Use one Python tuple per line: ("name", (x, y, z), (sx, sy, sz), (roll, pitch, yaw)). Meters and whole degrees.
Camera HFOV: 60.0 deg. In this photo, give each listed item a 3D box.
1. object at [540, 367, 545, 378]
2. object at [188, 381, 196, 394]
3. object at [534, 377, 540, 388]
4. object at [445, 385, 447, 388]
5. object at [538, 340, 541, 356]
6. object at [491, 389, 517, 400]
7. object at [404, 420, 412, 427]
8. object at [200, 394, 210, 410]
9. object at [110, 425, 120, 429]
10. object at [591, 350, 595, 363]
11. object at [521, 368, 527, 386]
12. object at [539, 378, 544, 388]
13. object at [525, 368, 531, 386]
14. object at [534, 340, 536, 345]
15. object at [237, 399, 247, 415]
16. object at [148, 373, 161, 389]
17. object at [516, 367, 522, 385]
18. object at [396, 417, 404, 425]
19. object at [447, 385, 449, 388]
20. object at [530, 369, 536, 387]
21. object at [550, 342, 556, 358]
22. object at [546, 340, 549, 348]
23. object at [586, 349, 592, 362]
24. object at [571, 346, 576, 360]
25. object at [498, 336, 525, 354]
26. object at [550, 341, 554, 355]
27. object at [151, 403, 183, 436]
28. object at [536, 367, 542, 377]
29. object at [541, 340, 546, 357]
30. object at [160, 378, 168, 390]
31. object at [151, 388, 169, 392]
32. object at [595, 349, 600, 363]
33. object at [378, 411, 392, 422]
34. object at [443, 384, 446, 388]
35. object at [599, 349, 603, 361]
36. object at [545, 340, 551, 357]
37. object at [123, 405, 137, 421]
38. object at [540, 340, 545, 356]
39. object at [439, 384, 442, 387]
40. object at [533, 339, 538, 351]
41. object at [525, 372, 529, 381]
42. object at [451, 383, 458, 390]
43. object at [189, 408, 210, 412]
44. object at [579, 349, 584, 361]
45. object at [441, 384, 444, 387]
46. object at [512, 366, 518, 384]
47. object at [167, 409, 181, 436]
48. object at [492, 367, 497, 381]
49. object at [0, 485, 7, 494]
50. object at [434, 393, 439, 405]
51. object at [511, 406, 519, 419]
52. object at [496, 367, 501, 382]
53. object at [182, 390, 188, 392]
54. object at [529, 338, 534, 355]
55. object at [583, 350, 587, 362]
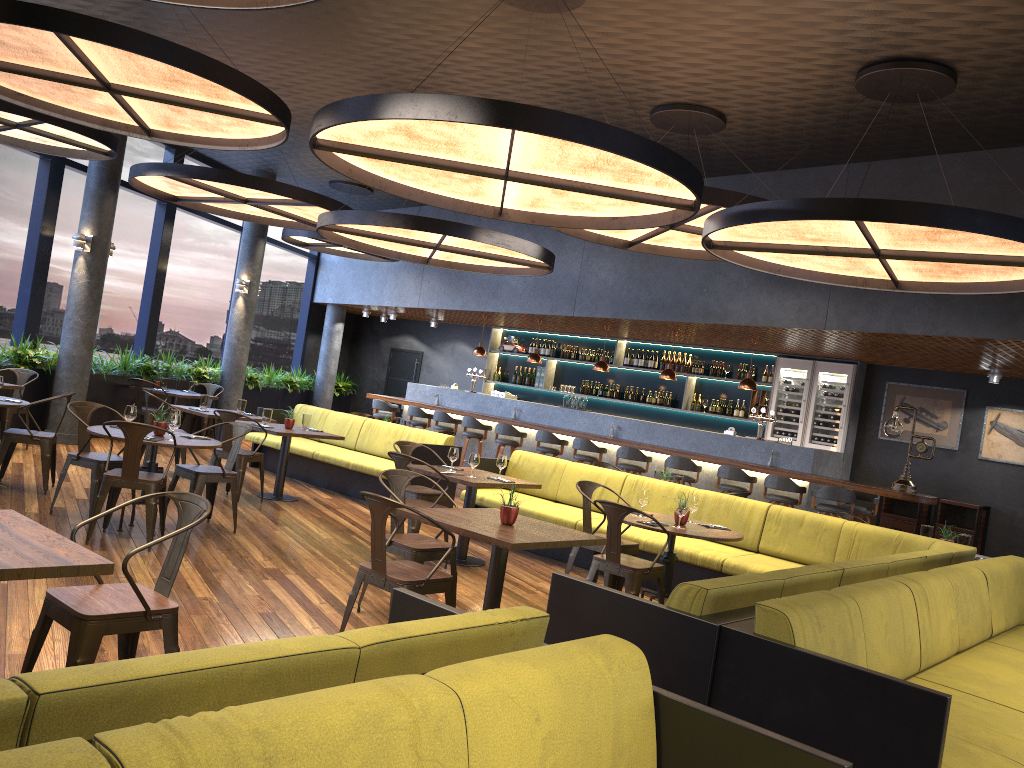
("object", (0.590, -0.205, 16.204), (0.098, 0.192, 0.080), (9, 0, 41))
("object", (-4.786, 0.051, 13.247), (0.102, 0.178, 0.102), (9, 0, 33))
("object", (0.485, -0.026, 16.269), (0.098, 0.192, 0.080), (9, 0, 41))
("object", (-1.193, 0.039, 15.960), (0.042, 0.059, 0.042), (9, 0, 38))
("object", (0.501, -0.669, 16.424), (0.085, 0.310, 0.086), (9, 0, -38))
("object", (-0.236, 0.406, 16.649), (0.355, 0.569, 0.550), (9, 0, 41))
("object", (-1.379, 0.569, 11.629), (0.102, 0.178, 0.102), (9, 0, 26))
("object", (-3.621, 0.215, 10.431), (0.102, 0.178, 0.102), (9, 0, 16))
("object", (-3.111, 0.358, 7.192), (0.255, 0.019, 0.157), (9, 0, 19))
("object", (1.429, -0.485, 15.655), (0.088, 0.224, 0.088), (9, 0, 35))
("object", (0.231, -0.140, 16.609), (0.094, 0.340, 0.094), (9, 0, -27))
("object", (0.561, -0.015, 16.203), (0.098, 0.192, 0.080), (9, 0, 41))
("object", (0.310, -0.128, 16.419), (0.094, 0.340, 0.094), (9, 0, -10))
("object", (0.429, -0.680, 16.490), (0.085, 0.310, 0.086), (9, 0, -9))
("object", (-3.230, 0.276, 10.586), (0.102, 0.178, 0.102), (9, 0, 16))
("object", (-5.284, -0.073, 13.174), (0.238, 0.271, 0.260), (9, 0, 42))
("object", (0.145, -0.153, 16.548), (0.094, 0.340, 0.094), (9, 0, -35))
("object", (-1.533, 0.548, 12.024), (0.102, 0.178, 0.102), (9, 0, -14))
("object", (-1.160, 0.044, 15.997), (0.042, 0.059, 0.042), (9, 0, 38))
("object", (0.393, -0.115, 16.482), (0.094, 0.340, 0.094), (9, 0, -27))
("object", (0.756, -0.613, 16.086), (0.083, 0.301, 0.083), (9, 0, -42))
("object", (0.659, -0.645, 16.294), (0.085, 0.310, 0.086), (9, 0, -22))
("object", (1.354, -0.497, 15.581), (0.088, 0.224, 0.088), (9, 0, 35))
("object", (1.100, -0.550, 15.784), (0.063, 0.254, 0.063), (9, 0, -32))
("object", (0.003, -0.747, 16.824), (0.579, 0.319, 0.229), (9, 0, 41))
("object", (0.729, -0.635, 16.230), (0.085, 0.310, 0.086), (9, 0, -9))
("object", (-2.790, 0.277, 7.083), (0.260, 0.271, 0.238), (9, 0, -11))
("object", (0.516, -0.216, 16.271), (0.098, 0.192, 0.080), (9, 0, 41))
("object", (0.591, -0.656, 16.227), (0.085, 0.310, 0.086), (9, 0, -30))
("object", (-5.082, 0.004, 12.946), (0.102, 0.178, 0.102), (9, 0, 23))
("object", (-5.091, 0.082, 12.779), (0.255, 0.019, 0.157), (9, 0, 16))
("object", (1.495, -0.491, 15.466), (0.063, 0.254, 0.063), (9, 0, -2))
("object", (-1.640, 0.482, 11.581), (0.238, 0.271, 0.260), (9, 0, -44))
("object", (-1.212, 0.036, 15.912), (0.042, 0.059, 0.042), (9, 0, 38))
("object", (1.561, -0.480, 15.525), (0.063, 0.254, 0.063), (9, 0, -22))
("object", (0.668, -0.645, 16.158), (0.085, 0.310, 0.086), (9, 0, -16))
("object", (-3.032, 0.275, 7.031), (0.097, 0.206, 0.097), (9, 0, -8))
("object", (0.573, -0.658, 16.359), (0.085, 0.310, 0.086), (9, 0, -22))
("object", (-1.280, 0.025, 15.849), (0.042, 0.059, 0.042), (9, 0, 38))
("object", (0.437, -0.679, 16.355), (0.085, 0.310, 0.086), (9, 0, -22))
("object", (0.305, -0.128, 16.547), (0.094, 0.340, 0.094), (9, 0, -40))
("object", (-0.891, 0.064, 16.380), (0.200, 0.106, 0.766), (9, 0, 41))
("object", (-3.630, 0.293, 10.256), (0.255, 0.019, 0.157), (9, 0, 40))
("object", (1.228, -0.513, 15.652), (0.068, 0.217, 0.068), (9, 0, 30))
("object", (-1.249, 0.030, 15.884), (0.042, 0.059, 0.042), (9, 0, 38))
("object", (0.062, -0.166, 16.602), (0.094, 0.340, 0.094), (9, 0, -27))
("object", (-2.779, 0.315, 7.286), (0.097, 0.206, 0.097), (9, 0, 12))
("object", (-0.316, -0.190, 17.031), (0.079, 0.281, 0.079), (9, 0, -31))
("object", (-1.904, 0.390, 3.022), (0.260, 0.271, 0.238), (9, 0, -11))
("object", (-1.264, 0.253, 14.968), (0.114, 0.203, 0.069), (9, 0, -2))
("object", (0.048, 0.449, 13.847), (0.114, 0.203, 0.069), (9, 0, 1))
("object", (-0.247, -0.179, 16.974), (0.079, 0.281, 0.079), (8, 0, 44))
("object", (-4.870, 0.120, 13.405), (0.255, 0.019, 0.157), (9, 0, 16))
("object", (0.369, -0.689, 16.418), (0.085, 0.310, 0.086), (9, 0, -16))
("object", (1.294, -0.502, 15.717), (0.068, 0.217, 0.068), (9, 0, -30))
